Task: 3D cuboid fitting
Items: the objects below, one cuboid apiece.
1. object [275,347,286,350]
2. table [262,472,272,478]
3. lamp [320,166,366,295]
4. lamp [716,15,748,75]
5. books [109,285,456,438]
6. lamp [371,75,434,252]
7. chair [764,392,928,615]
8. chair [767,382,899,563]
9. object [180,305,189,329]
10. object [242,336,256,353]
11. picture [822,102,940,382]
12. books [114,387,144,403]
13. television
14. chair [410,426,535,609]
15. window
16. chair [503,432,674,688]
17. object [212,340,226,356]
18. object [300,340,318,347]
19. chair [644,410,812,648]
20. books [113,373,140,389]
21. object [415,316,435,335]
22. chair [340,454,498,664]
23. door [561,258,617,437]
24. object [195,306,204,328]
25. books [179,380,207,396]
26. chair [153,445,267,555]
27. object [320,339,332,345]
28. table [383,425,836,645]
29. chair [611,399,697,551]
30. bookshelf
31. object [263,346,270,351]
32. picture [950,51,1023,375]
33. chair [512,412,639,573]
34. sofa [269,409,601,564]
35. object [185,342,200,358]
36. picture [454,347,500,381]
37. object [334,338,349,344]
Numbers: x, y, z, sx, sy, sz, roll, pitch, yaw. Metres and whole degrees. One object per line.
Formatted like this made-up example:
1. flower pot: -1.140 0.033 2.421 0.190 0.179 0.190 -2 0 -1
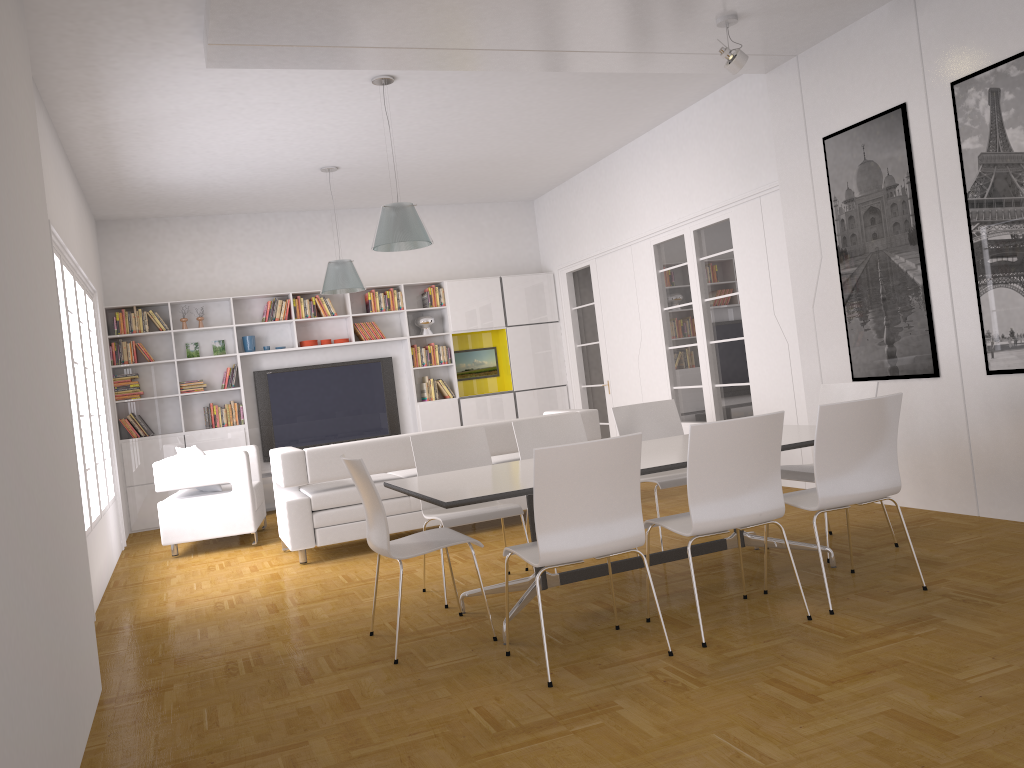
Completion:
1. object: -2.718 -0.417 10.412 0.124 0.032 0.123 -7 1 -35
2. table: -1.926 1.132 10.244 1.974 0.435 0.437 -7 0 -21
3. lamp: -1.770 -1.552 8.924 0.465 1.250 0.464 -7 0 -21
4. lamp: 1.421 -2.169 5.698 0.173 0.364 0.167 -7 0 22
5. books: -2.604 -0.323 10.454 3.865 1.456 0.235 -7 0 -21
6. lamp: -0.881 -1.634 6.545 0.465 1.250 0.464 -7 0 -21
7. chair: 1.542 0.535 4.206 0.561 0.931 0.575 -7 0 -21
8. chair: 1.827 0.484 5.165 0.576 0.931 0.560 -7 0 -21
9. object: -3.717 -0.749 10.095 0.121 0.279 0.179 -7 0 -15
10. object: -3.048 -0.457 10.291 0.147 0.192 0.147 -7 0 -31
11. picture: 2.490 -0.913 6.049 0.013 1.780 0.786 -7 0 -21
12. books: -4.242 0.119 9.833 0.284 0.153 0.207 -7 0 -21
13. television: -2.201 0.300 10.677 1.661 1.088 0.082 -7 -1 -21
14. chair: -0.256 0.740 5.186 0.561 0.931 0.575 -7 0 -21
15. window: -3.351 0.283 6.924 0.196 2.528 3.347 -7 0 -21
16. chair: 0.276 0.692 3.725 0.561 0.931 0.575 -7 0 -21
17. object: -3.398 -0.415 10.286 0.144 0.190 0.051 -7 0 -21
18. object: -2.415 -0.476 10.541 0.211 0.073 0.211 -6 1 44
19. chair: 0.928 0.611 3.972 0.561 0.931 0.575 -7 0 -21
20. books: -4.274 -0.027 9.829 0.252 0.153 0.207 -7 0 -21
21. object: -1.079 -0.719 11.049 0.256 0.239 0.256 -7 0 -13
22. chair: -0.483 0.776 4.285 0.576 0.931 0.560 -7 0 -21
23. door: 0.963 -0.237 10.838 0.139 2.455 1.008 -7 0 -21
24. object: -3.611 -0.753 10.153 0.179 0.260 0.119 -7 0 0
25. books: -3.620 0.042 10.070 0.284 0.153 0.207 -7 0 -21
26. chair: -2.733 0.987 8.139 0.801 0.911 1.096 -7 0 -11
27. object: -2.225 -0.493 10.613 0.129 0.073 0.129 -7 0 -24
28. table: 0.670 0.735 4.700 2.413 0.722 1.210 -7 0 -21
29. chair: 1.010 0.583 5.667 0.561 0.931 0.575 -7 0 -21
30. bookshelf: -1.867 0.089 10.744 5.369 2.480 0.389 -7 0 -21
31. object: -2.864 -0.411 10.357 0.078 0.056 0.078 -7 0 5
32. picture: 2.888 -0.949 4.981 0.016 1.780 0.786 -7 0 -21
33. chair: 0.358 0.664 5.419 0.561 0.931 0.575 -7 0 -21
34. sofa: -0.584 0.784 7.344 2.625 0.849 0.821 -7 0 -21
35. object: -3.667 -0.382 10.183 0.144 0.190 0.051 -7 0 -21
36. picture: -0.467 -0.256 11.395 0.609 0.388 0.007 -7 -1 -21
37. object: -2.050 -0.511 10.659 0.182 0.054 0.182 -7 1 -24
